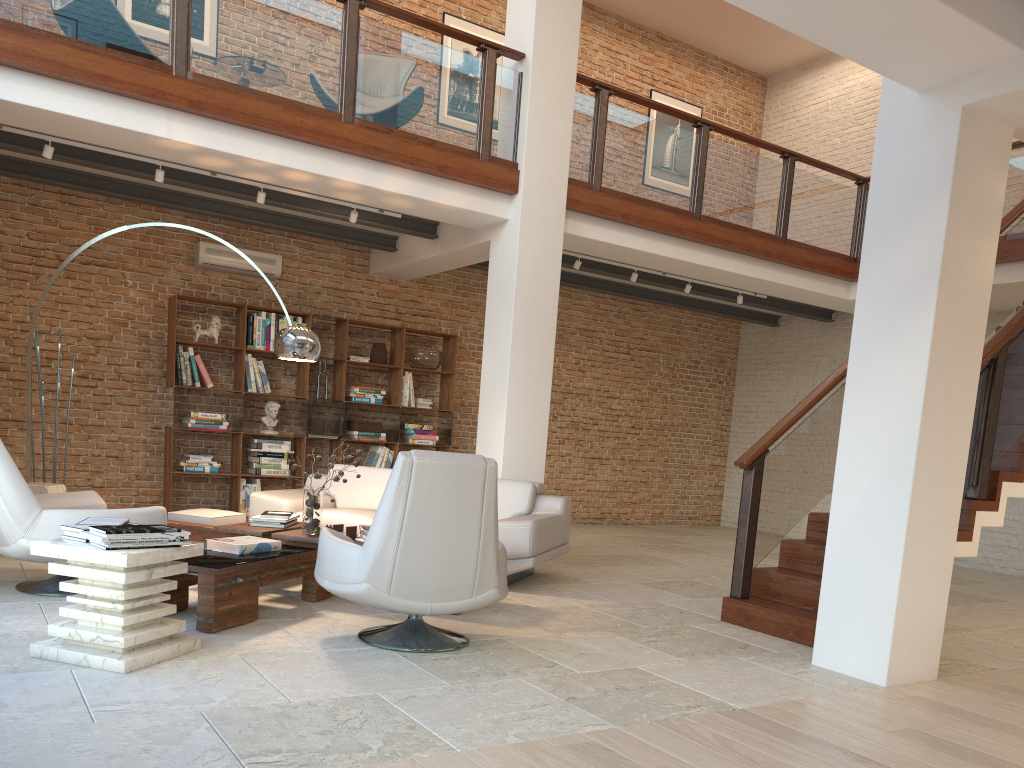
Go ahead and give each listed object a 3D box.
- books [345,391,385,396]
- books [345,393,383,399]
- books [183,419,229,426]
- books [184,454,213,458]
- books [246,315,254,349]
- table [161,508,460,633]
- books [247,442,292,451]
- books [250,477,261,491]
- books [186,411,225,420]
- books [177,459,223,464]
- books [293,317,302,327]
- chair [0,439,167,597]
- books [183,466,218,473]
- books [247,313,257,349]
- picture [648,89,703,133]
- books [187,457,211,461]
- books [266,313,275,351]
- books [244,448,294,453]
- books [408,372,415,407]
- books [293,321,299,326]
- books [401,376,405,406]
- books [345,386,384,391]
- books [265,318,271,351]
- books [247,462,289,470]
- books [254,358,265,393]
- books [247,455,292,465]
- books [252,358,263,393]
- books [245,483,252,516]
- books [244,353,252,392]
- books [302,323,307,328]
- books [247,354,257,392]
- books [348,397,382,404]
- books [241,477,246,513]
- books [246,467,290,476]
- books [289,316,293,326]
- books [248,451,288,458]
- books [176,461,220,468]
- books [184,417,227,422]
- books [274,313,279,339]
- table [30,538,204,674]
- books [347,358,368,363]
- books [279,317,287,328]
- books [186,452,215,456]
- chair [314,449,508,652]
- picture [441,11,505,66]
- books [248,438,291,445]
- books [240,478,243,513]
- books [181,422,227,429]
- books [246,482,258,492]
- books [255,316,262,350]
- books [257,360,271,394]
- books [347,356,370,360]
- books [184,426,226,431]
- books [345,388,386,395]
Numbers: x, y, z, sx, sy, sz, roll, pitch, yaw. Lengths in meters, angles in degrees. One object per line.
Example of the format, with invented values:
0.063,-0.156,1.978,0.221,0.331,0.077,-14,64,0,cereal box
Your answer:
-1.614,0.107,9.539,0.381,0.018,0.242,7,-4,-40,books
-1.634,0.133,9.542,0.381,0.037,0.241,7,-4,-33,books
-3.051,0.381,8.676,0.381,0.037,0.242,7,-4,-39,books
-3.138,0.721,8.725,0.237,0.019,0.169,7,-4,-40,books
-2.672,-0.513,8.795,0.055,0.333,0.251,0,5,-33,books
-1.431,1.096,5.308,2.195,0.433,1.968,3,-3,18,table
-2.525,0.650,9.077,0.381,0.065,0.242,7,-4,-38,books
-2.666,1.171,9.088,0.079,0.389,0.240,0,6,-33,books
-3.051,0.315,8.686,0.328,0.056,0.252,6,-3,-30,books
-3.119,0.774,8.710,0.381,0.018,0.242,7,-4,-40,books
-2.244,-0.493,9.055,0.036,0.388,0.240,0,6,-33,books
-2.678,0.701,5.050,1.016,1.009,0.984,6,2,42,chair
-3.122,0.849,8.723,0.328,0.056,0.252,6,-3,-23,books
-2.638,-0.524,8.813,0.021,0.363,0.268,0,5,-33,books
2.134,-3.165,11.577,0.916,1.210,0.027,2,7,-32,picture
-3.131,0.748,8.726,0.207,0.034,0.131,6,-3,-33,books
-2.475,-0.520,8.893,0.036,0.388,0.240,0,6,-33,books
-2.525,0.692,9.063,0.446,0.021,0.269,7,-4,-33,books
-1.180,0.066,9.830,0.101,0.388,0.240,0,6,-33,books
-2.283,-0.470,9.028,0.055,0.333,0.251,0,5,-33,books
-1.280,0.081,9.744,0.055,0.333,0.251,0,5,-33,books
-1.616,0.051,9.541,0.357,0.021,0.269,7,-4,-34,books
-2.528,-0.497,8.888,0.055,0.333,0.251,0,5,-33,books
-2.546,0.852,9.094,0.364,0.056,0.279,6,-4,-30,books
-2.618,-0.082,8.901,0.125,0.353,0.268,1,5,-33,books
-2.523,0.792,9.080,0.242,0.065,0.381,2,-4,44,books
-2.631,-0.084,8.881,0.125,0.353,0.268,1,5,-33,books
-2.759,1.188,9.014,0.057,0.334,0.251,0,5,-33,books
-2.714,-0.110,8.841,0.101,0.388,0.240,0,6,-33,books
-2.213,-0.460,9.099,0.055,0.333,0.251,0,5,-33,books
-2.669,-0.106,8.842,0.103,0.388,0.240,0,6,-33,books
-1.616,0.182,9.552,0.328,0.056,0.252,6,-3,-23,books
-2.801,1.156,8.993,0.036,0.388,0.240,0,6,-33,books
-2.539,0.912,9.087,0.381,0.065,0.242,7,-4,-38,books
-2.323,-0.502,9.004,0.036,0.388,0.240,0,6,-33,books
-2.536,0.728,9.048,0.328,0.056,0.252,7,-4,-38,books
-3.140,0.800,8.713,0.381,0.037,0.241,7,-4,-33,books
-3.062,0.353,8.688,0.357,0.021,0.269,7,-4,-34,books
-2.450,-0.516,8.922,0.036,0.388,0.240,0,6,-33,books
-1.740,0.949,3.867,0.493,0.509,0.492,5,2,17,table
-1.668,-0.252,9.385,0.207,0.034,0.131,6,-3,-33,books
-2.379,-0.495,8.970,0.021,0.363,0.268,0,5,-33,books
-3.117,0.695,8.710,0.253,0.017,0.160,7,-4,-33,books
-0.444,0.832,4.406,1.030,1.027,0.959,4,2,-16,chair
-0.417,-3.460,9.932,0.916,1.210,0.027,2,7,-32,picture
-2.522,0.598,9.065,0.381,0.037,0.241,7,-4,-33,books
-2.823,1.153,8.960,0.036,0.388,0.240,0,6,-33,books
-3.067,0.417,8.680,0.381,0.037,0.242,7,-4,-37,books
-2.708,1.192,9.040,0.055,0.333,0.251,0,5,-33,books
-2.597,-0.506,8.822,0.055,0.333,0.251,0,5,-33,books
-2.570,-0.069,8.916,0.158,0.333,0.251,1,4,-33,books
-1.675,-0.279,9.385,0.237,0.019,0.169,7,-4,-40,books
-3.065,0.447,8.694,0.357,0.021,0.269,7,-4,-33,books
-1.606,0.080,9.529,0.381,0.037,0.242,7,-4,-39,books
